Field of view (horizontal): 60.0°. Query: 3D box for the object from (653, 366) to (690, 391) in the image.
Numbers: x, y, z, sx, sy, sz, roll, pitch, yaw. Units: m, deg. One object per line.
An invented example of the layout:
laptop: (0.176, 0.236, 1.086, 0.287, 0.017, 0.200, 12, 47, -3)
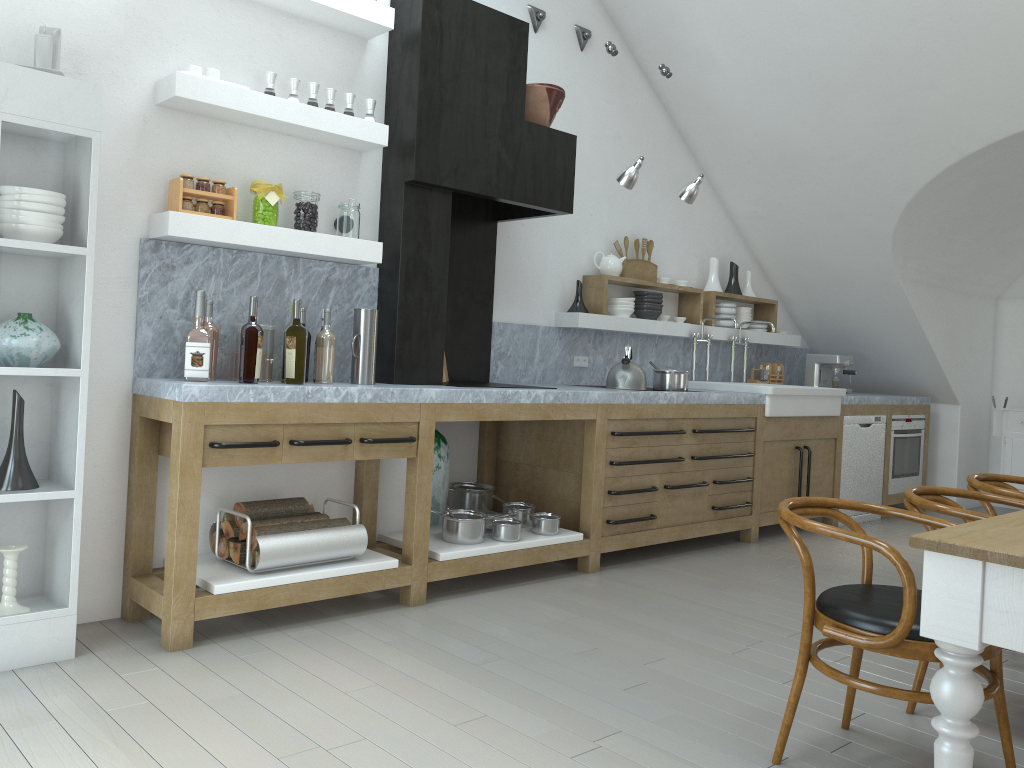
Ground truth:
object: (1.040, -0.029, 5.666, 0.232, 0.170, 0.394, 3, 2, 27)

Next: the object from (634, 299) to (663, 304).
object: (0.955, -0.556, 6.227, 0.206, 0.072, 0.205, 4, 2, 35)

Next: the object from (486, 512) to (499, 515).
object: (-0.137, 0.702, 4.674, 0.169, 0.035, 0.061, 1, 2, -43)

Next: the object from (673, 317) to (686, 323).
object: (1.231, -0.465, 6.515, 0.098, 0.048, 0.098, 2, 2, -45)

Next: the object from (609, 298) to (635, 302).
object: (0.747, -0.555, 6.037, 0.181, 0.076, 0.181, 3, 1, -5)

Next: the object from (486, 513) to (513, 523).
object: (-0.093, 0.702, 4.615, 0.247, 0.045, 0.041, 1, 2, -44)

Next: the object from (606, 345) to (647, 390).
object: (0.694, -0.102, 5.338, 0.246, 0.267, 0.246, 2, 1, -33)

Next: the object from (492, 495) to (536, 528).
object: (0.015, 0.698, 4.845, 0.181, 0.133, 0.309, 3, 1, -18)

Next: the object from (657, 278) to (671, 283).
object: (1.092, -0.736, 6.374, 0.098, 0.048, 0.098, 2, 2, -45)

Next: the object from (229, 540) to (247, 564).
object: (-0.944, 0.679, 3.727, 0.479, 0.084, 0.093, 1, 2, -45)

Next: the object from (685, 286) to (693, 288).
object: (1.248, -0.709, 6.519, 0.163, 0.012, 0.164, 2, 2, -25)

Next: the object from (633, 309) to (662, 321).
object: (0.949, -0.480, 6.226, 0.206, 0.072, 0.205, 4, 2, 35)

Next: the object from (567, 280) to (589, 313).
object: (0.435, -0.568, 5.777, 0.156, 0.218, 0.156, 3, 1, 29)

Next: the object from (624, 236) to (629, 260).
object: (0.791, -0.875, 6.126, 0.055, 0.299, 0.027, 3, 0, -43)

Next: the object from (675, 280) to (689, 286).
object: (1.249, -0.732, 6.519, 0.098, 0.048, 0.098, 2, 2, -45)

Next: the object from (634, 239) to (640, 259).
object: (0.879, -0.873, 6.206, 0.061, 0.299, 0.040, 3, 0, -45)

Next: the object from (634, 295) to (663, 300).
object: (0.957, -0.581, 6.232, 0.205, 0.084, 0.206, 3, 2, -15)

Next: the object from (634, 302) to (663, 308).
object: (0.958, -0.534, 6.223, 0.205, 0.086, 0.205, 3, 1, 0)

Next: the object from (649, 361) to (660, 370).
object: (0.960, -0.058, 5.637, 0.236, 0.167, 0.051, 4, 1, 43)

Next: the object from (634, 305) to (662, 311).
object: (0.950, -0.507, 6.225, 0.205, 0.086, 0.205, 3, 1, -5)

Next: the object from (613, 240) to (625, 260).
object: (0.765, -0.858, 6.100, 0.199, 0.259, 0.016, 3, 0, -32)

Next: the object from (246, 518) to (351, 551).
object: (-0.868, 0.615, 3.641, 0.437, 0.093, 0.092, 1, 2, -45)

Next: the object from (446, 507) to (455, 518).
object: (-0.243, 0.662, 4.257, 0.190, 0.152, 0.051, 2, 1, -43)

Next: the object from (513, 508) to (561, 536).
object: (0.141, 0.719, 4.638, 0.153, 0.113, 0.261, 2, 2, -43)

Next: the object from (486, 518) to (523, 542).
object: (-0.068, 0.715, 4.418, 0.261, 0.113, 0.153, 4, 2, 37)

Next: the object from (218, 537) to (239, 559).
object: (-1.016, 0.673, 3.774, 0.454, 0.089, 0.091, 1, 2, -45)

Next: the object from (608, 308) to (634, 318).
object: (0.741, -0.481, 6.034, 0.181, 0.064, 0.181, 2, 2, -20)

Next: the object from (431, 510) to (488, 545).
object: (-0.294, 0.685, 4.357, 0.379, 0.164, 0.223, 4, 2, 37)

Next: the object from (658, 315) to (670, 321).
object: (1.089, -0.468, 6.385, 0.098, 0.048, 0.098, 2, 2, -45)

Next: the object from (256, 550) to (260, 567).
object: (-0.837, 0.695, 3.614, 0.422, 0.067, 0.067, 1, 2, -45)

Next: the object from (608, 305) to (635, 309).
object: (0.741, -0.503, 6.034, 0.181, 0.065, 0.181, 3, 2, -5)

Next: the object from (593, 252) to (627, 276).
object: (0.659, -0.803, 5.984, 0.174, 0.169, 0.168, 3, 1, 31)

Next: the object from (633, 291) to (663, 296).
object: (0.955, -0.609, 6.232, 0.205, 0.080, 0.205, 2, 2, -40)

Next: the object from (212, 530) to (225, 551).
object: (-1.074, 0.660, 3.840, 0.437, 0.092, 0.092, 1, 2, -45)

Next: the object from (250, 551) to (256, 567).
object: (-0.894, 0.693, 3.672, 0.422, 0.067, 0.067, 1, 2, -45)

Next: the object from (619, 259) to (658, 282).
object: (0.881, -0.793, 6.199, 0.353, 0.157, 0.084, 2, 1, -43)

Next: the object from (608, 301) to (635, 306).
object: (0.745, -0.527, 6.036, 0.181, 0.069, 0.181, 2, 2, -25)

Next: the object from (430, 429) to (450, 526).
object: (-0.446, 0.491, 4.723, 0.231, 0.498, 0.231, 3, 0, -1)

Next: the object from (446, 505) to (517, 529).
object: (-0.216, 0.699, 4.642, 0.508, 0.052, 0.263, 4, 2, 24)

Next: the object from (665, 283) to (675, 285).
object: (1.090, -0.713, 6.374, 0.163, 0.012, 0.164, 2, 2, -25)

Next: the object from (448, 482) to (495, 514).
object: (-0.325, 0.645, 5.058, 0.455, 0.197, 0.268, 3, 1, -8)
